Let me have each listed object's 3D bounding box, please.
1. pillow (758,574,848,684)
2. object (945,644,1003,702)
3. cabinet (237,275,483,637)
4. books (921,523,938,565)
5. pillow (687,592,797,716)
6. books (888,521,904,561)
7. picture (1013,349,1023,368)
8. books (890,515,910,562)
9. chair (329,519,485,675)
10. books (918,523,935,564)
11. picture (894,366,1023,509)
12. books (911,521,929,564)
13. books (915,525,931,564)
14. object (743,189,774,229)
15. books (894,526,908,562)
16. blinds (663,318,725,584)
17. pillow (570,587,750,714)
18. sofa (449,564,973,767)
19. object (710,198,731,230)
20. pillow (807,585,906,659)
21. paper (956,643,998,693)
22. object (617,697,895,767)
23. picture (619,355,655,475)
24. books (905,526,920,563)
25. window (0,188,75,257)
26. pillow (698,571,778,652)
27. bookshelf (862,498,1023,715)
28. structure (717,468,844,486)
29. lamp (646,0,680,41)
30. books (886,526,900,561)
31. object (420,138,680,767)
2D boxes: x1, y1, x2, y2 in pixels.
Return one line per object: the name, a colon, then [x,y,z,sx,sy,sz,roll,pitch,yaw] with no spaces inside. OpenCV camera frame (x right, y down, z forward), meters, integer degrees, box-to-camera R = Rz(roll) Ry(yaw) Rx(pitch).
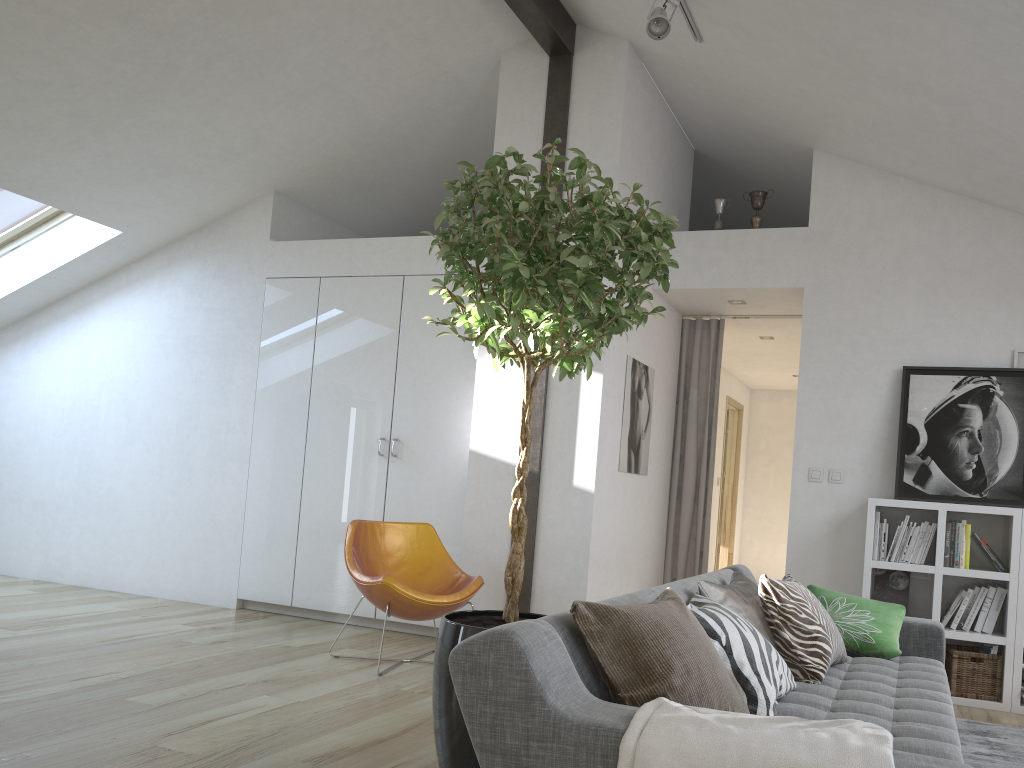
pillow: [1.011,0.829,3.109,0.263,0.339,0.596,2,-6,28]
object: [2.462,1.543,4.760,0.241,0.239,0.250,3,-5,13]
cabinet: [-0.970,0.422,5.693,1.694,2.234,0.128,3,-3,22]
books: [2.280,0.873,4.851,0.071,0.228,0.152,3,-4,24]
pillow: [0.624,0.784,2.560,0.337,0.282,0.597,2,-6,24]
books: [2.127,0.870,4.914,0.067,0.224,0.133,3,-3,24]
picture: [3.028,0.250,4.761,0.622,0.881,0.096,3,-3,22]
books: [2.151,0.854,4.915,0.086,0.262,0.146,3,-3,24]
chair: [-0.542,1.104,4.692,0.701,0.720,0.673,8,-5,-36]
books: [2.274,0.874,4.868,0.071,0.228,0.152,3,-4,24]
picture: [2.507,0.284,4.918,0.669,0.772,0.134,3,-3,22]
books: [2.246,0.871,4.889,0.081,0.236,0.150,3,-4,24]
books: [2.259,0.881,4.878,0.071,0.217,0.145,3,-4,24]
object: [1.547,-1.087,5.598,0.125,0.276,0.162,6,-3,-19]
books: [2.155,0.884,4.911,0.061,0.200,0.134,3,-4,24]
blinds: [1.088,0.649,6.482,0.805,2.263,0.143,4,-2,20]
pillow: [0.363,0.677,2.083,0.289,0.336,0.621,2,-6,33]
sofa: [0.828,0.994,2.729,0.966,0.680,2.623,2,-7,24]
object: [1.329,-1.076,5.684,0.114,0.240,0.106,7,-4,-35]
pillow: [1.362,0.970,3.597,0.416,0.260,0.243,2,-5,24]
paper: [2.476,1.514,4.759,0.179,0.271,0.201,4,-4,14]
object: [0.435,0.805,1.586,0.452,0.417,0.382,2,-5,26]
picture: [0.793,0.214,5.590,0.007,0.698,0.619,4,-4,25]
books: [2.208,0.883,4.891,0.067,0.208,0.140,3,-4,24]
window: [-3.802,-1.078,5.922,1.793,0.726,1.568,2,-6,23]
pillow: [0.827,0.839,3.105,0.247,0.317,0.684,3,-6,25]
bookshelf: [3.355,1.209,4.440,2.969,1.047,0.309,2,-3,22]
structure: [1.928,0.757,7.076,0.183,0.080,3.752,4,-7,3]
lamp: [0.703,-1.722,4.140,0.145,0.249,0.182,4,-4,13]
books: [2.114,0.883,4.922,0.061,0.200,0.134,3,-4,24]
object: [0.074,0.264,2.716,0.800,2.012,0.816,4,-3,2]
